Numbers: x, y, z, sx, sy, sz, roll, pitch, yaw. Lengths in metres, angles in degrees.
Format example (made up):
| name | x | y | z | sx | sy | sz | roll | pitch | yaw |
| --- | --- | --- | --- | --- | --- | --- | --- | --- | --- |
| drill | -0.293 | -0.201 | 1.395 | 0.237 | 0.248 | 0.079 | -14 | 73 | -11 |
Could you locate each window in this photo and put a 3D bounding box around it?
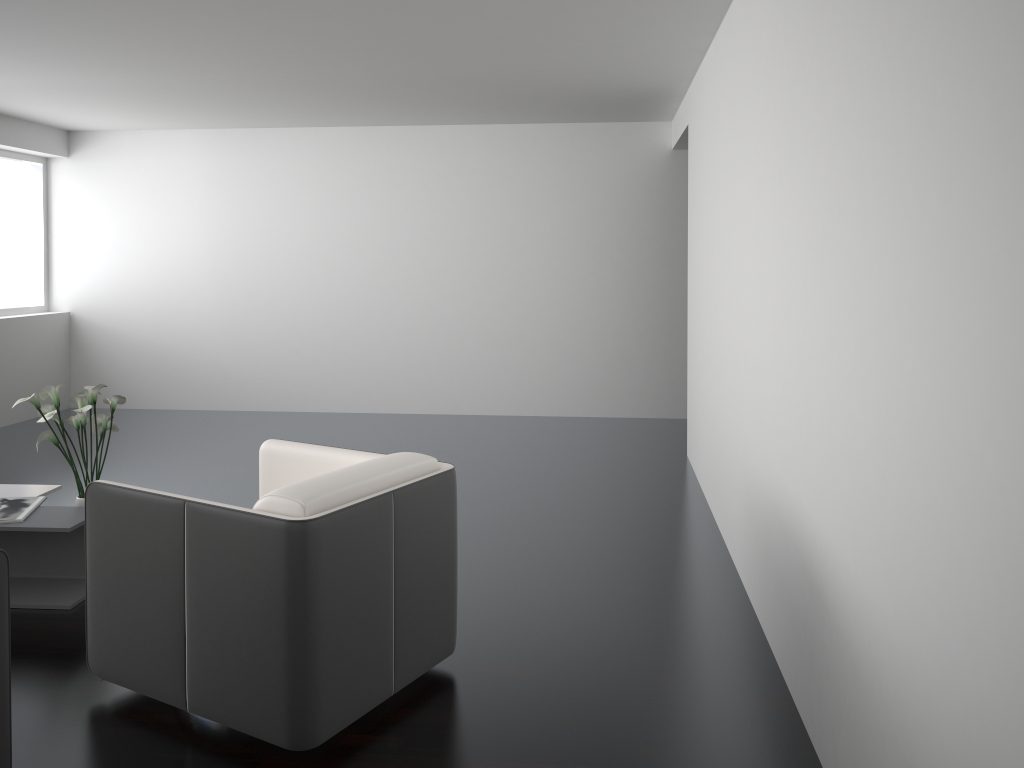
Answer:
| name | x | y | z | sx | sy | sz | roll | pitch | yaw |
| --- | --- | --- | --- | --- | --- | --- | --- | --- | --- |
| window | -4.665 | -0.788 | 3.989 | 0.110 | 1.419 | 8.125 | 0 | 8 | 6 |

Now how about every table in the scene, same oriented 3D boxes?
| name | x | y | z | sx | sy | sz | roll | pitch | yaw |
| --- | --- | --- | --- | --- | --- | --- | --- | --- | --- |
| table | -2.307 | 0.680 | 3.557 | 1.257 | 0.313 | 0.301 | 1 | 4 | 4 |
| table | -2.540 | 0.633 | 3.891 | 0.968 | 0.313 | 0.301 | 0 | 4 | 4 |

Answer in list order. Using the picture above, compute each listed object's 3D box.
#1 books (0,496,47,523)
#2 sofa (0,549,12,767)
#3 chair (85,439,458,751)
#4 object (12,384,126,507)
| name | x | y | z | sx | sy | sz | roll | pitch | yaw |
| --- | --- | --- | --- | --- | --- | --- | --- | --- | --- |
| books | -2.218 | 0.516 | 3.548 | 0.548 | 0.017 | 0.361 | -2 | 8 | -14 |
| sofa | -2.345 | 0.720 | 1.733 | 2.238 | 0.658 | 0.927 | 0 | 6 | 3 |
| chair | -0.742 | 0.565 | 2.829 | 0.921 | 0.658 | 0.772 | 3 | 6 | 30 |
| object | -1.937 | 0.390 | 3.903 | 0.378 | 0.794 | 0.449 | -1 | 3 | -11 |
